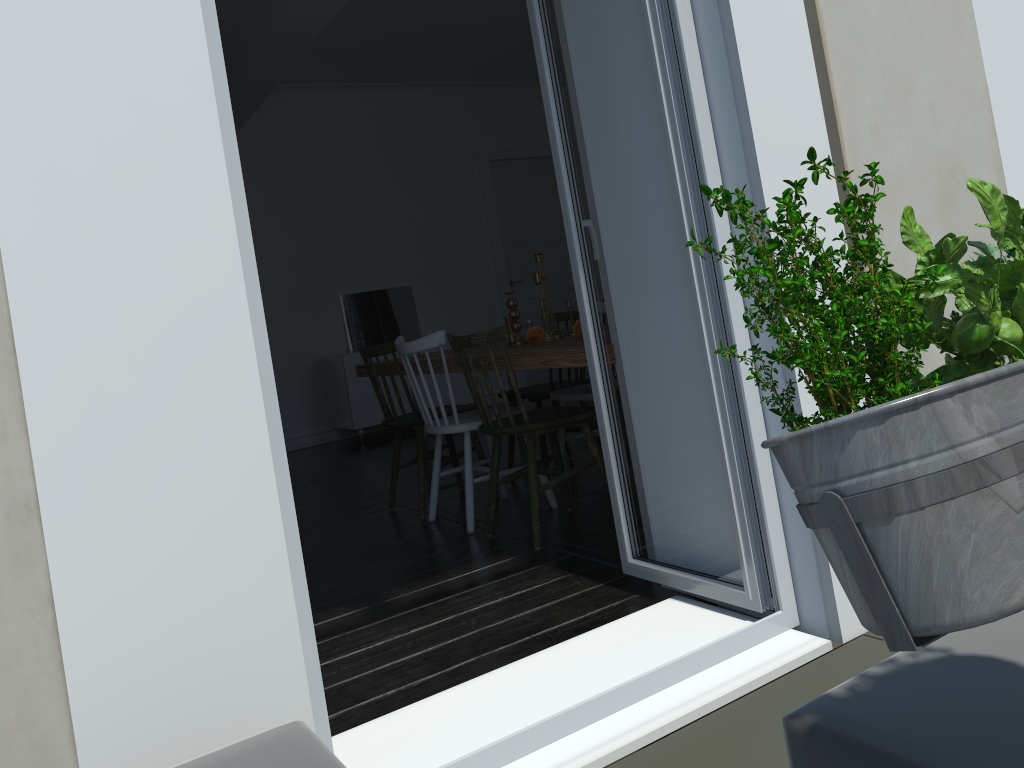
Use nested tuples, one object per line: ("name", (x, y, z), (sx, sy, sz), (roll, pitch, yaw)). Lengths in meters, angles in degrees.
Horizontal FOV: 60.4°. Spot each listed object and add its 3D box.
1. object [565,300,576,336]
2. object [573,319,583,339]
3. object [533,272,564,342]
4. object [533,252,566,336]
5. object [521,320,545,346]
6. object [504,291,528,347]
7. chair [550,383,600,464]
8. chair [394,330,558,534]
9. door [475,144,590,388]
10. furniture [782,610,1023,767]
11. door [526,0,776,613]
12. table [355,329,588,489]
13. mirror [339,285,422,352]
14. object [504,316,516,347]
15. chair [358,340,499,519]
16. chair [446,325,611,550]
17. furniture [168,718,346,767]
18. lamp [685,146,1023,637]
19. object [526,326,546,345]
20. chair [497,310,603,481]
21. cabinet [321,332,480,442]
("object", (0.274, -0.305, 4.070), (0.079, 0.161, 0.080), (-10, 0, 17))
("object", (0.292, -0.225, 3.582), (0.091, 0.088, 0.083), (-10, 1, -4))
("object", (0.138, -0.345, 3.947), (0.140, 0.312, 0.140), (-10, -1, 12))
("object", (0.171, -0.424, 4.201), (0.112, 0.412, 0.114), (-10, -1, 22))
("object", (0.082, -0.226, 3.831), (0.103, 0.114, 0.101), (-11, 2, -44))
("object", (0.011, -0.299, 4.019), (0.101, 0.248, 0.100), (-9, -1, -7))
("chair", (0.478, 0.018, 4.282), (0.514, 0.844, 0.462), (-10, 0, -30))
("chair", (-0.196, 0.167, 3.866), (0.514, 0.844, 0.462), (-10, 0, -30))
("door", (0.320, -1.185, 8.896), (1.179, 2.482, 0.114), (-9, -2, -30))
("furniture", (0.690, 0.505, 0.990), (0.606, 0.376, 0.397), (-11, 2, -30))
("door", (0.326, -0.437, 2.421), (0.105, 2.032, 0.580), (-9, -2, -24))
("table", (0.210, 0.151, 3.989), (1.027, 0.716, 2.212), (-11, 4, -30))
("mirror", (-1.172, -0.596, 7.903), (0.702, 0.504, 0.053), (-11, -1, -30))
("object", (-0.005, -0.233, 3.926), (0.050, 0.139, 0.049), (-9, -1, -30))
("chair", (-0.426, 0.176, 4.296), (0.490, 0.830, 0.463), (-9, 0, -32))
("chair", (0.077, 0.164, 3.471), (0.490, 0.829, 0.463), (-9, 0, -32))
("furniture", (-0.207, 0.678, 0.734), (0.404, 0.375, 0.914), (-11, 4, -30))
("lamp", (-0.382, -1.073, 1.866), (0.496, 2.515, 2.680), (-9, 1, -30))
("object", (0.100, -0.203, 3.724), (0.085, 0.084, 0.089), (-10, 2, -18))
("chair", (0.208, 0.037, 4.676), (0.490, 0.829, 0.463), (-9, 0, -32))
("cabinet", (-0.928, 0.015, 7.640), (1.211, 0.737, 0.585), (-11, 2, -30))
